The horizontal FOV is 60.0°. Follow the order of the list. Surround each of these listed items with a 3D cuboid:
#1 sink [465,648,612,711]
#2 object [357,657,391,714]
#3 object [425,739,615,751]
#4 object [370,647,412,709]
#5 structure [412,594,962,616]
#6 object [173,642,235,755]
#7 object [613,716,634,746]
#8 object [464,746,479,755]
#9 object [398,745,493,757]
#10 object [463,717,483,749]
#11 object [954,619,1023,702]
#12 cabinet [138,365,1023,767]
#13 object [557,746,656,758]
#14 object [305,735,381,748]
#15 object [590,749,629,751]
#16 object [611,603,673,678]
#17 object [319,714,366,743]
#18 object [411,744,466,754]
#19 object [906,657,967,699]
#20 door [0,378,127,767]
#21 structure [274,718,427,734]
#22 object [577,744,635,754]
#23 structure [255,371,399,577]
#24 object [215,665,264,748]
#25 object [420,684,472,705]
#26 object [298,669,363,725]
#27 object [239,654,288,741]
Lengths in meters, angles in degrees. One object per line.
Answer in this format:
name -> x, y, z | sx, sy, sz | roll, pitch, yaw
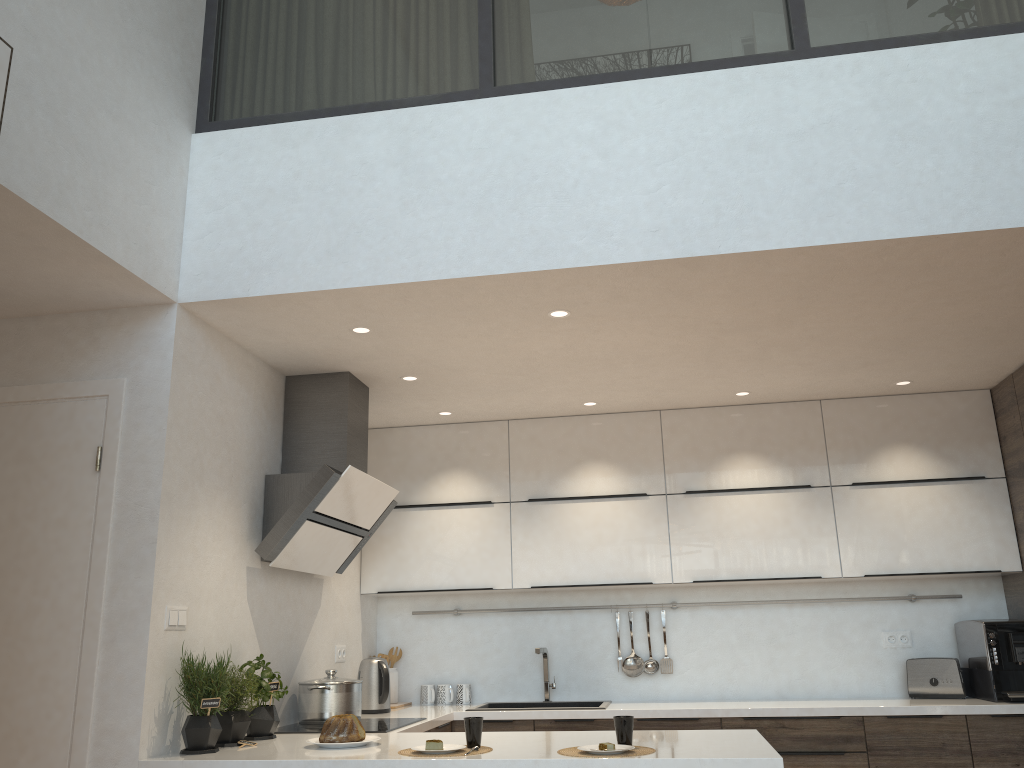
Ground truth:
sink -> 0.154, 1.656, 4.653 | 0.706, 0.518, 0.512 | -4, -16, 9
object -> -0.707, 1.532, 4.515 | 0.179, 0.270, 0.220 | -1, -16, -3
object -> 0.021, 1.124, 2.759 | 0.597, 0.039, 0.064 | -3, -16, 5
object -> -0.705, 1.628, 4.935 | 0.221, 0.316, 0.330 | -4, -16, 9
structure -> 0.901, 1.231, 4.931 | 3.000, 0.045, 0.050 | -4, -16, 9
object -> -1.051, 1.063, 3.031 | 0.186, 0.367, 0.196 | -4, -16, 9
object -> 0.356, 1.104, 2.813 | 0.066, 0.093, 0.066 | 4, -17, -17
object -> -0.128, 1.153, 2.790 | 0.025, 0.011, 0.126 | -5, -16, 13
object -> -0.214, 1.181, 2.854 | 0.305, 0.002, 0.305 | 5, -17, -21
object -> -0.126, 1.148, 2.918 | 0.066, 0.093, 0.066 | 14, -22, -43
object -> 2.425, 1.352, 4.362 | 0.274, 0.378, 0.532 | -4, -16, 9
cabinet -> 0.731, 1.058, 3.776 | 3.495, 2.401, 2.401 | -4, -16, 9
object -> 0.292, 1.136, 2.745 | 0.304, 0.002, 0.304 | -15, -21, 40
object -> -0.587, 1.246, 3.086 | 0.261, 0.021, 0.261 | -2, -16, 4
object -> 0.292, 1.099, 2.656 | 0.126, 0.012, 0.025 | -10, -18, 27
object -> 0.717, 1.416, 4.903 | 0.320, 0.389, 0.069 | -4, -16, 10
object -> -0.596, 1.212, 3.109 | 0.155, 0.101, 0.161 | -3, -16, 5
object -> -0.233, 1.164, 2.823 | 0.176, 0.014, 0.176 | -1, -16, -1
object -> 2.159, 1.499, 4.525 | 0.260, 0.195, 0.177 | -10, -18, 28
door -> -1.838, 1.038, 2.969 | 0.974, 2.136, 0.085 | -4, -16, 9
structure -> -0.712, 1.466, 3.811 | 0.550, 0.006, 0.609 | -4, -16, 9
object -> 0.287, 1.116, 2.706 | 0.176, 0.014, 0.176 | -5, -17, 13
structure -> -0.825, 0.366, 4.147 | 0.407, 0.998, 0.898 | -4, -16, 9
object -> -1.011, 1.161, 3.225 | 0.221, 0.283, 0.211 | -8, -17, 22
object -> -0.372, 1.740, 4.972 | 0.297, 0.105, 0.112 | -5, -16, 11
object -> -0.817, 1.402, 3.991 | 0.315, 0.223, 0.288 | 11, -20, -38
object -> -0.972, 1.200, 3.414 | 0.179, 0.311, 0.172 | -7, -17, 19
